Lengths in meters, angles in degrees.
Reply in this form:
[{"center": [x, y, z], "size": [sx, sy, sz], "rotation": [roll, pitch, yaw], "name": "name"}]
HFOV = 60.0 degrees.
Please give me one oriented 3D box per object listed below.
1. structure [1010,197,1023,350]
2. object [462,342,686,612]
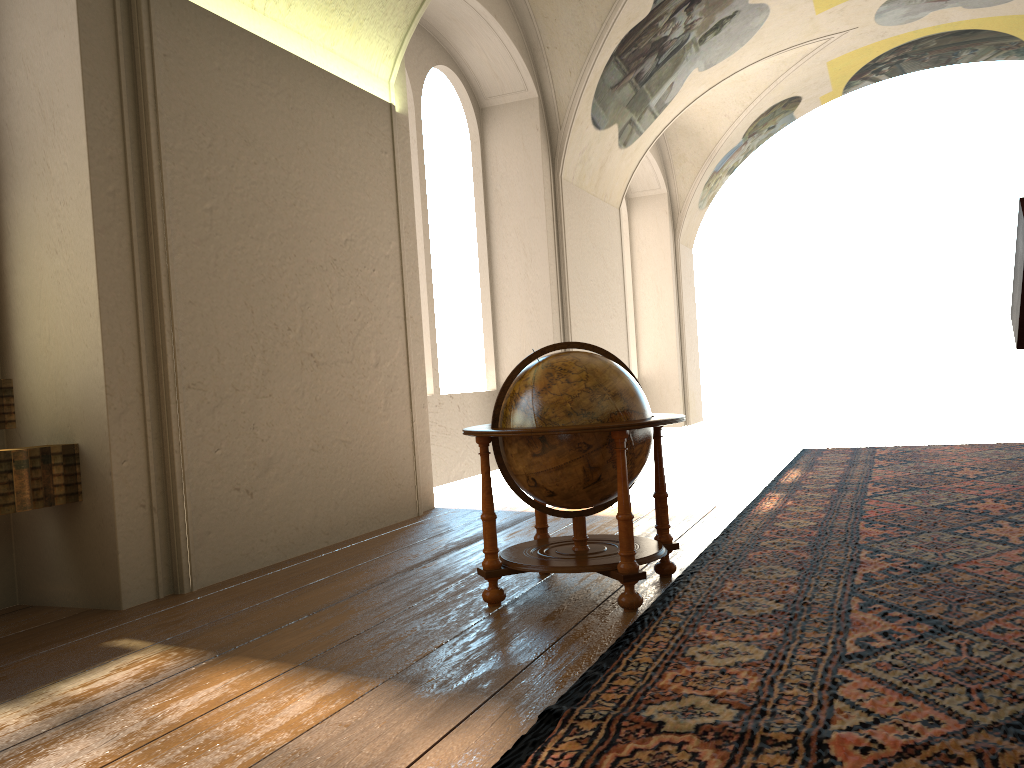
[{"center": [2.991, 0.044, 3.812], "size": [1.246, 1.982, 1.890], "rotation": [-3, 1, 23], "name": "structure"}, {"center": [0.369, 0.479, 5.131], "size": [1.278, 1.449, 1.279], "rotation": [-4, 1, -29], "name": "object"}]
